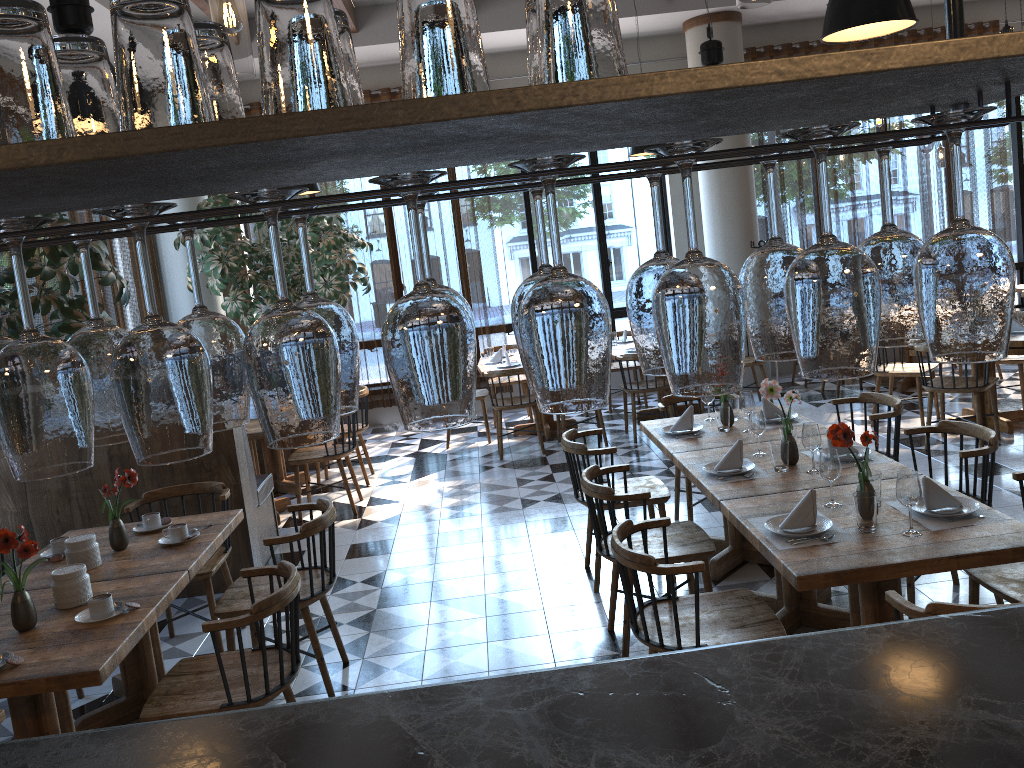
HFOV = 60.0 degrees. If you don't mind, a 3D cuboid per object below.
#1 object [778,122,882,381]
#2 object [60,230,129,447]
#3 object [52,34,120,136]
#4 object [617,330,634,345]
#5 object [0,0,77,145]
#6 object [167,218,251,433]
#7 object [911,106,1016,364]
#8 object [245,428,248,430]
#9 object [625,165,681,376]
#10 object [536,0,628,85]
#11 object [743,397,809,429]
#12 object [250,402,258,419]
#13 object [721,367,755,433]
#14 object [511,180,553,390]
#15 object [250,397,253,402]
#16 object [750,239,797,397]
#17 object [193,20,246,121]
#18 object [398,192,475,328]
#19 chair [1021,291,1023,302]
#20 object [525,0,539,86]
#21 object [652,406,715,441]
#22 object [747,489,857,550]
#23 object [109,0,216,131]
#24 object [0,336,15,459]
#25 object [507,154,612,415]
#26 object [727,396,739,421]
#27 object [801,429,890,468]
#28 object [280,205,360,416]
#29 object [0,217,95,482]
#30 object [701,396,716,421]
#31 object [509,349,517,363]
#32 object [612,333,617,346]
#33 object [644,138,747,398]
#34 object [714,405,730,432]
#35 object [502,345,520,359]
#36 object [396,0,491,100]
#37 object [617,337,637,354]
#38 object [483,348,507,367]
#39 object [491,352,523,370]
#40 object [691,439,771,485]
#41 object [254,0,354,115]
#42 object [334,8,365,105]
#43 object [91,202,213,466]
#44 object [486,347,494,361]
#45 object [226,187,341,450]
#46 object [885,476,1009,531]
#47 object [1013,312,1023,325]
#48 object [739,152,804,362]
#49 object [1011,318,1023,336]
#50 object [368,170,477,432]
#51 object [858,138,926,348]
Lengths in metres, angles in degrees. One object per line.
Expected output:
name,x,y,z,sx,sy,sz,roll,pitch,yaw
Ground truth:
object,0.277,-0.114,0.776,0.081,0.214,0.081,-8,7,-10
object,-0.413,-0.049,0.884,0.081,0.214,0.081,-8,7,-10
object,-0.417,-0.266,0.861,0.080,0.131,0.080,-3,8,28
object,1.179,-0.507,9.295,0.352,0.136,0.273,-7,8,-2
object,-0.412,-0.248,0.739,0.080,0.131,0.080,-3,8,28
object,-0.310,-0.062,0.887,0.081,0.214,0.081,-8,7,-10
object,0.395,-0.129,0.780,0.081,0.214,0.081,-8,7,-10
object,-1.999,0.334,6.616,0.049,0.025,0.053,-9,8,-13
object,0.153,-0.119,0.904,0.081,0.214,0.081,-8,7,-10
object,0.056,-0.305,0.755,0.080,0.131,0.080,-3,8,28
object,1.456,0.133,4.899,0.272,0.136,0.354,-7,8,-2
object,-2.057,0.207,7.156,0.129,0.128,0.130,0,10,42
object,1.209,0.065,4.813,0.166,0.353,0.297,-6,7,4
object,0.036,-0.105,0.900,0.081,0.214,0.081,-8,7,-10
object,-2.150,0.167,7.488,0.129,0.128,0.130,0,10,42
object,2.771,-0.711,9.422,0.375,1.651,0.375,-9,7,-19
object,-0.301,-0.280,0.865,0.080,0.131,0.080,-3,8,28
object,-0.082,-0.090,0.895,0.081,0.214,0.081,-8,7,-10
chair,5.579,-0.567,9.106,0.550,0.813,0.522,-7,7,-2
object,0.050,-0.323,0.877,0.080,0.131,0.080,-3,8,28
object,0.935,0.196,4.890,0.272,0.136,0.354,-7,8,-2
object,1.018,0.451,3.159,0.272,0.136,0.354,-7,8,-2
object,-0.295,-0.262,0.743,0.080,0.131,0.080,-3,8,28
object,-0.518,-0.036,0.880,0.081,0.214,0.081,-8,7,-10
object,0.042,-0.085,0.768,0.081,0.214,0.081,-8,7,-10
object,1.255,0.139,5.031,0.080,0.131,0.080,-3,8,28
object,1.499,0.263,4.016,0.272,0.136,0.354,-7,8,-2
object,-0.200,-0.076,0.891,0.081,0.214,0.081,-8,7,-10
object,-0.406,-0.030,0.752,0.081,0.214,0.081,-8,7,-10
object,1.127,0.102,5.096,0.081,0.214,0.081,-12,8,-38
object,0.016,-0.274,8.691,0.080,0.131,0.080,-9,7,-17
object,1.042,-0.455,9.080,0.080,0.131,0.080,-9,7,-17
object,0.160,-0.100,0.772,0.081,0.214,0.081,-8,7,-10
object,1.141,0.189,4.793,0.080,0.131,0.080,-2,8,33
object,-0.086,-0.350,9.250,0.352,0.136,0.273,-7,8,-2
object,-0.061,-0.291,0.751,0.080,0.131,0.080,-3,8,28
object,1.194,-0.387,8.499,0.352,0.136,0.273,-7,8,-2
object,-0.163,-0.280,8.849,0.272,0.136,0.354,-7,8,-2
object,-0.038,-0.235,8.455,0.352,0.136,0.273,-7,8,-2
object,0.977,0.326,4.006,0.272,0.136,0.354,-7,8,-2
object,-0.178,-0.277,0.747,0.080,0.131,0.080,-3,8,28
object,-0.184,-0.295,0.869,0.080,0.131,0.080,-3,8,28
object,-0.304,-0.043,0.756,0.081,0.214,0.081,-8,7,-10
object,-0.218,-0.305,9.068,0.080,0.131,0.080,-9,7,-17
object,-0.194,-0.056,0.759,0.081,0.214,0.081,-8,7,-10
object,1.539,0.388,3.168,0.272,0.136,0.354,-7,8,-2
object,4.066,-0.512,7.119,0.080,0.131,0.080,-12,9,-37
object,0.271,-0.134,0.908,0.081,0.214,0.081,-8,7,-10
object,3.917,-0.495,7.108,0.582,0.136,0.580,1,12,42
object,-0.076,-0.071,0.764,0.081,0.214,0.081,-8,7,-10
object,0.389,-0.148,0.912,0.081,0.214,0.081,-8,7,-10
